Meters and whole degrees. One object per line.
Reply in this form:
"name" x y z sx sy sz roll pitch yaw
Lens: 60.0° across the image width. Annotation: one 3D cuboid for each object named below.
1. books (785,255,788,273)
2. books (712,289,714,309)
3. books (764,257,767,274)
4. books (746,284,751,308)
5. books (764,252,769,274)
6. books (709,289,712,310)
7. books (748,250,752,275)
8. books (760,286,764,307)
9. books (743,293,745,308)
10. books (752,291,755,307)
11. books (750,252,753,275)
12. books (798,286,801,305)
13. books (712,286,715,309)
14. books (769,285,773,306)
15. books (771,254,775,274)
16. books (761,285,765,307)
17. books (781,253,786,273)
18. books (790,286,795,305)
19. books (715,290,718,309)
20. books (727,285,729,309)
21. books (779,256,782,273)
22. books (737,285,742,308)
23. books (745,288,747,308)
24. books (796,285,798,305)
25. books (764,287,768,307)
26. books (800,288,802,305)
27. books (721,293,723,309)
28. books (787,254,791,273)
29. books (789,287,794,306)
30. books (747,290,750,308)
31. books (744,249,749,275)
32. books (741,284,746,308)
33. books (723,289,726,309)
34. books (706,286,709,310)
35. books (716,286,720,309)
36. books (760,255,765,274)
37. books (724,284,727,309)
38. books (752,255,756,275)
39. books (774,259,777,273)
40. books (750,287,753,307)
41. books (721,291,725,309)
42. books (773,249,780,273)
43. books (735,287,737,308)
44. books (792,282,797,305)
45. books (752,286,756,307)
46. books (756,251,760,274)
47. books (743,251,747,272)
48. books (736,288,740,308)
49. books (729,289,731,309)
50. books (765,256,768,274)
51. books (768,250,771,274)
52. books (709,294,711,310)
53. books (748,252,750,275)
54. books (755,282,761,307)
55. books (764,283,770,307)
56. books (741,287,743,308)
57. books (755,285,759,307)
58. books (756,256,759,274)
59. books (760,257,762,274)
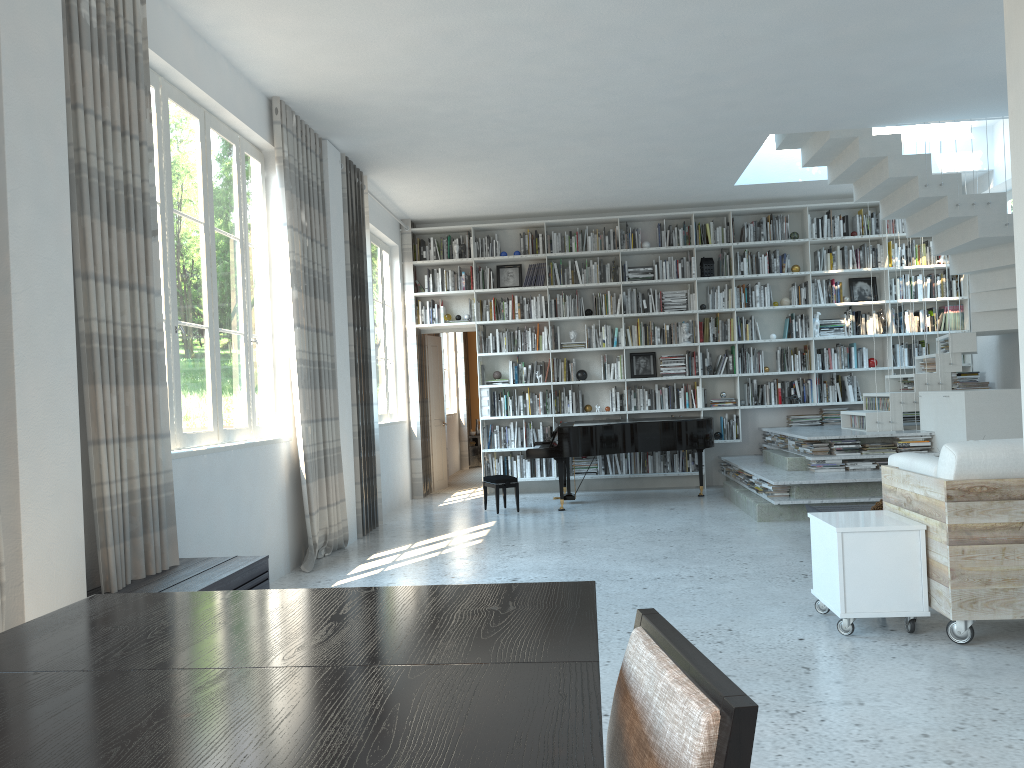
"books" 3.106 -1.349 10.099 0.048 0.216 0.182 -3 0 5
"books" 2.297 -0.960 10.176 0.028 0.250 0.164 -3 0 5
"books" 2.876 -1.334 10.105 0.021 0.209 0.181 -3 0 5
"books" 2.703 -0.995 10.122 0.014 0.280 0.177 -3 0 5
"books" 2.903 -1.363 10.118 0.012 0.264 0.156 -3 0 5
"books" 2.281 -0.956 10.183 0.024 0.242 0.159 -3 0 5
"books" 2.714 -1.370 10.145 0.021 0.296 0.138 -3 0 5
"books" 2.839 -0.983 10.118 0.025 0.245 0.183 -3 0 5
"books" 2.638 -0.941 10.149 0.021 0.179 0.136 -3 0 5
"books" 2.748 -0.954 10.133 0.025 0.194 0.171 -3 0 5
"books" 2.732 -1.361 10.150 0.012 0.276 0.133 -3 0 5
"books" 3.257 -0.994 10.098 0.016 0.228 0.160 -3 0 5
"books" 2.312 -0.974 10.176 0.019 0.275 0.146 -3 0 5
"books" 2.949 -0.992 10.127 0.034 0.254 0.161 -3 0 5
"books" 2.955 -1.352 10.108 0.030 0.238 0.185 -3 0 5
"books" 2.865 -0.993 10.136 0.024 0.262 0.133 -3 0 5
"books" 3.083 -1.357 10.092 0.054 0.235 0.171 -3 0 5
"books" 3.201 -0.993 10.102 0.012 0.232 0.154 -3 0 5
"books" 2.338 -0.956 10.167 0.023 0.236 0.178 -3 0 5
"books" 2.461 -0.982 10.157 0.025 0.277 0.173 -3 0 5
"books" 3.042 -1.344 10.107 0.030 0.213 0.156 -3 0 5
"books" 2.604 -0.989 10.156 0.014 0.278 0.154 -3 0 5
"books" 2.667 -0.971 10.143 0.013 0.236 0.157 -3 0 5
"books" 3.229 -1.000 10.099 0.016 0.244 0.151 -3 0 5
"books" 2.887 -0.979 10.120 0.021 0.232 0.183 -3 0 5
"books" 3.273 -0.984 10.102 0.012 0.206 0.137 -3 0 5
"books" 2.390 -0.938 10.155 0.027 0.196 0.185 -3 0 5
"books" 3.144 -1.356 10.113 0.026 0.229 0.140 -3 0 5
"books" 3.183 -0.987 10.109 0.015 0.220 0.140 -3 0 5
"books" 2.687 -0.962 10.143 0.026 0.216 0.161 -3 0 5
"books" 2.676 -1.374 10.134 0.014 0.307 0.152 -3 0 5
"books" 2.654 -0.994 10.164 0.014 0.284 0.135 -3 0 5
"books" 2.429 -0.959 10.160 0.024 0.234 0.149 -3 0 5
"books" 2.248 -0.976 10.186 0.018 0.285 0.159 -3 0 5
"books" 2.352 -0.976 10.144 0.028 0.275 0.187 -3 0 5
"books" 2.855 -1.347 10.121 0.023 0.237 0.149 -3 0 5
"books" 2.445 -0.989 10.160 0.028 0.293 0.154 -3 0 5
"books" 2.750 -1.345 10.125 0.027 0.241 0.160 -3 0 5
"books" 2.985 -1.326 10.110 0.027 0.181 0.176 -3 -1 5
"books" 2.723 -0.975 10.127 0.022 0.237 0.164 -3 0 5
"books" 2.410 -0.946 10.154 0.029 0.211 0.157 -3 0 5
"books" 3.010 -1.379 10.095 0.029 0.285 0.183 -3 0 5
"books" 2.539 -0.973 10.142 0.028 0.251 0.190 -3 0 5
"books" 3.212 -1.012 10.089 0.015 0.267 0.164 -3 0 5
"books" 2.765 -0.986 10.138 0.011 0.257 0.131 -3 0 5
"books" 2.812 -1.369 10.138 0.013 0.284 0.154 -3 0 5
"books" 2.664 -1.362 10.141 0.011 0.283 0.173 -3 0 5
"books" 2.584 -0.970 10.162 0.030 0.242 0.138 -3 0 5
"books" 2.477 -0.959 10.139 0.028 0.230 0.176 -3 0 5
"books" 2.892 -1.342 10.117 0.011 0.222 0.159 -3 0 5
"books" 2.935 -1.375 10.128 0.012 0.285 0.159 -3 0 5
"books" 2.261 -0.927 10.164 0.028 0.185 0.181 -3 -1 5
"books" 2.689 -1.356 10.132 0.010 0.268 0.166 -3 0 5
"books" 2.814 -1.007 10.135 0.027 0.295 0.159 -3 0 5
"books" 2.908 -1.000 10.107 0.024 0.272 0.169 -3 0 5
"books" 2.618 -0.975 10.138 0.014 0.248 0.176 -3 0 5
"books" 2.784 -0.990 10.112 0.030 0.263 0.182 -3 0 5
"books" 2.794 -1.337 10.143 0.028 0.223 0.142 -3 0 5
"books" 2.832 -1.336 10.135 0.025 0.216 0.144 -3 0 5
